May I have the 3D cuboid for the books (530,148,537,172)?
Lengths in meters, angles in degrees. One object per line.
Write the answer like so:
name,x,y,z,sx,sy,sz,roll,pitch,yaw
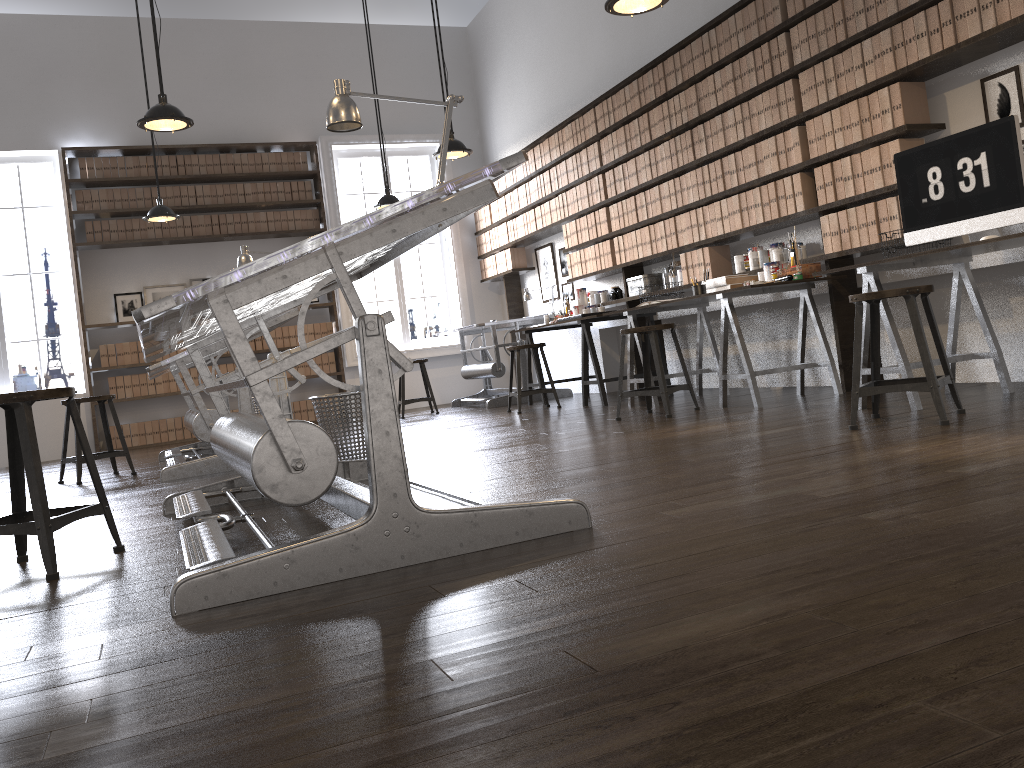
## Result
books,0.280,-2.149,8.517,0.175,0.226,0.066,-7,-1,-22

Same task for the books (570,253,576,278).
books,0.627,-1.074,7.980,0.175,0.226,0.066,-7,-1,-22

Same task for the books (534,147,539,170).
books,0.313,-2.151,8.449,0.175,0.226,0.066,-7,-1,-22

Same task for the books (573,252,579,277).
books,0.649,-1.075,7.921,0.175,0.226,0.066,-7,-1,-22

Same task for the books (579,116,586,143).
books,0.676,-2.168,7.547,0.175,0.226,0.066,-7,-1,-22

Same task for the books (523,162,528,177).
books,0.203,-2.146,8.704,0.175,0.226,0.066,-7,-1,-22

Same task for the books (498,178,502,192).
books,-0.052,-2.135,9.349,0.175,0.226,0.066,-7,-1,-22

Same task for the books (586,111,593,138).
books,0.727,-2.170,7.417,0.175,0.226,0.066,-7,-1,-22

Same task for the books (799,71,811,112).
books,1.743,-1.672,5.063,0.175,0.226,0.066,-7,-1,-22

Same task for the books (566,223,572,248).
books,0.592,-1.343,7.986,0.175,0.226,0.066,-7,-1,-22

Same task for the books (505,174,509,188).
books,0.024,-2.138,9.159,0.175,0.226,0.066,-7,-1,-22

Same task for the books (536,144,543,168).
books,0.335,-2.152,8.382,0.175,0.226,0.066,-7,-1,-22

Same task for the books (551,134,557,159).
books,0.463,-2.158,8.069,0.175,0.226,0.066,-7,-1,-22

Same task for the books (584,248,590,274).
books,0.732,-1.079,7.726,0.175,0.226,0.066,-7,-1,-22

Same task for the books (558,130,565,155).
books,0.518,-2.161,7.938,0.175,0.226,0.066,-7,-1,-22

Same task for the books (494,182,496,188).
books,-0.104,-2.132,9.481,0.175,0.226,0.066,-7,-1,-22

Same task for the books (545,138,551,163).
books,0.412,-2.155,8.188,0.175,0.226,0.066,-7,-1,-22

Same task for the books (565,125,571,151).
books,0.569,-2.163,7.808,0.175,0.226,0.066,-7,-1,-22

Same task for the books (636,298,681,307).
books,1.013,-0.542,5.846,0.256,0.029,0.354,-8,2,-22

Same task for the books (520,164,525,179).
books,0.176,-2.145,8.771,0.175,0.226,0.066,-7,-1,-22

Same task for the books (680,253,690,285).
books,1.309,-0.831,6.359,0.175,0.226,0.066,-7,-1,-22

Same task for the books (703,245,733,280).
books,1.420,-0.837,6.102,0.175,0.226,0.066,-7,-1,-22

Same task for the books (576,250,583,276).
books,0.675,-1.076,7.853,0.175,0.226,0.066,-7,-1,-22

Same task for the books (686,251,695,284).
books,1.340,-0.833,6.299,0.175,0.226,0.066,-7,-1,-22

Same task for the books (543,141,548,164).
books,0.392,-2.155,8.252,0.175,0.226,0.066,-7,-1,-22

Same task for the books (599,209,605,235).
books,0.830,-1.354,7.399,0.175,0.226,0.066,-7,-1,-22

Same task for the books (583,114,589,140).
books,0.704,-2.169,7.483,0.175,0.226,0.066,-7,-1,-22

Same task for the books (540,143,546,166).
books,0.365,-2.154,8.318,0.175,0.226,0.066,-7,-1,-22

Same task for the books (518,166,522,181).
books,0.152,-2.144,8.839,0.175,0.226,0.066,-7,-1,-22

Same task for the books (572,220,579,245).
books,0.637,-1.344,7.865,0.175,0.226,0.066,-7,-1,-22

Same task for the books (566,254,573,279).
books,0.598,-1.072,8.040,0.175,0.226,0.066,-7,-1,-22

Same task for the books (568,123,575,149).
books,0.593,-2.164,7.739,0.175,0.226,0.066,-7,-1,-22

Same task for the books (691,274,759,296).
books,1.318,-0.627,5.547,0.386,0.148,0.294,-8,1,-22

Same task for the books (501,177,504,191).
books,-0.025,-2.136,9.284,0.175,0.226,0.066,-7,-1,-22

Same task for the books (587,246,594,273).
books,0.755,-1.080,7.660,0.175,0.226,0.066,-7,-1,-22

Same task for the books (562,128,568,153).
books,0.546,-2.162,7.874,0.175,0.226,0.066,-7,-1,-22

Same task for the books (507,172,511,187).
books,0.046,-2.139,9.100,0.175,0.226,0.066,-7,-1,-22

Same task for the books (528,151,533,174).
books,0.257,-2.149,8.587,0.175,0.226,0.066,-7,-1,-22

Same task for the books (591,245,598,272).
books,0.779,-1.081,7.592,0.175,0.226,0.066,-7,-1,-22

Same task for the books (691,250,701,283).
books,1.367,-0.834,6.233,0.175,0.226,0.066,-7,-1,-22

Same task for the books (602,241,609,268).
books,0.860,-1.085,7.408,0.175,0.226,0.066,-7,-1,-22

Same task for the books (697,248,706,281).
books,1.389,-0.835,6.166,0.175,0.226,0.066,-7,-1,-22

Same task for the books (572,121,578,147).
books,0.620,-2.165,7.672,0.175,0.226,0.066,-7,-1,-22

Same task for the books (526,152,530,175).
books,0.230,-2.147,8.647,0.175,0.226,0.066,-7,-1,-22

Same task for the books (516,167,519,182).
books,0.129,-2.143,8.905,0.175,0.226,0.066,-7,-1,-22

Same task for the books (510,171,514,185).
books,0.071,-2.140,9.033,0.175,0.226,0.066,-7,-1,-22

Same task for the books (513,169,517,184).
books,0.101,-2.142,8.969,0.175,0.226,0.066,-7,-1,-22

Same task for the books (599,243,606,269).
books,0.834,-1.084,7.468,0.175,0.226,0.066,-7,-1,-22

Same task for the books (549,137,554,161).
books,0.441,-2.157,8.128,0.175,0.226,0.066,-7,-1,-22

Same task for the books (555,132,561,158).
books,0.488,-2.159,8.001,0.175,0.226,0.066,-7,-1,-22

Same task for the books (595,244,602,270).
books,0.806,-1.082,7.525,0.175,0.226,0.066,-7,-1,-22

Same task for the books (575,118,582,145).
books,0.647,-2.167,7.616,0.175,0.226,0.066,-7,-1,-22

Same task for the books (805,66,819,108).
books,1.762,-1.672,5.003,0.175,0.226,0.066,-7,-1,-22

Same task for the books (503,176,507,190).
books,-0.005,-2.136,9.219,0.175,0.226,0.066,-7,-1,-22

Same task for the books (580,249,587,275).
books,0.705,-1.078,7.790,0.175,0.226,0.066,-7,-1,-22

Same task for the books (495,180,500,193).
books,-0.082,-2.133,9.413,0.175,0.226,0.066,-7,-1,-22
